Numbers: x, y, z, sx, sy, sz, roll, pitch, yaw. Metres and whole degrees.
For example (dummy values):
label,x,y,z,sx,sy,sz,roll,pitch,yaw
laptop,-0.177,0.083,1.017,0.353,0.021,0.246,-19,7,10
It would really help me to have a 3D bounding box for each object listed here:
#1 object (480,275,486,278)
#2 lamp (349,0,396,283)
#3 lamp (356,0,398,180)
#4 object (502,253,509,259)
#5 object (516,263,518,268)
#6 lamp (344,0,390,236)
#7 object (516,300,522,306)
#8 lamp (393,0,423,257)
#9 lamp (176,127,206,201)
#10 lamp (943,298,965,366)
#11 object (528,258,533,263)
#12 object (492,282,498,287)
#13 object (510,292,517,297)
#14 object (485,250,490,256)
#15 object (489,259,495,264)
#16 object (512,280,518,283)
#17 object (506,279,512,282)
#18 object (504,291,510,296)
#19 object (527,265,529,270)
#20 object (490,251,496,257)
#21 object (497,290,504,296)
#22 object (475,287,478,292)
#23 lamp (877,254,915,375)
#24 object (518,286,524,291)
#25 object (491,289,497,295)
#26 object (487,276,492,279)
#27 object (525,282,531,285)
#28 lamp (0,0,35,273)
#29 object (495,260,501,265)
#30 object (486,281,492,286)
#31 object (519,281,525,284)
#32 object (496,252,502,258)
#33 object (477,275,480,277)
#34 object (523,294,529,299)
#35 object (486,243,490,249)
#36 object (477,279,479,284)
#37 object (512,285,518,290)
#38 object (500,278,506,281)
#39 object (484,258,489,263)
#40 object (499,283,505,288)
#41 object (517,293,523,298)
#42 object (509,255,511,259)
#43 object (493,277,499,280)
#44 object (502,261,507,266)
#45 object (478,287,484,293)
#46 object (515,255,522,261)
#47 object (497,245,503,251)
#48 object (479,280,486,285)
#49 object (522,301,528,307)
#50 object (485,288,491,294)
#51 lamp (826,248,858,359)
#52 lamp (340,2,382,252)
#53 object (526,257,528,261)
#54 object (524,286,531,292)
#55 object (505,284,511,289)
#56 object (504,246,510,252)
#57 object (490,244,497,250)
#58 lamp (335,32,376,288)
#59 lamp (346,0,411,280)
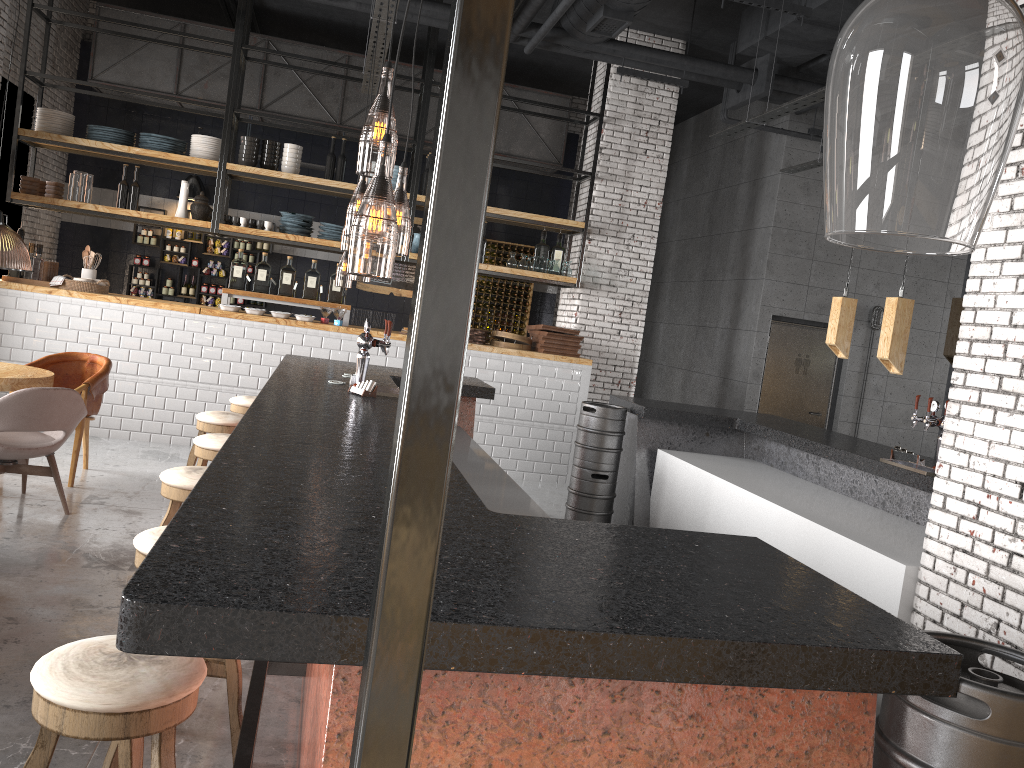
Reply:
label,x,y,z,sx,sy,sz,roll,pitch,yaw
object,-0.399,-1.538,12.525,0.079,0.079,0.284,7,4,-12
lamp,-0.646,-1.298,4.364,0.108,1.597,0.108,6,3,-31
lamp,-0.283,-1.382,2.487,0.108,1.597,0.108,9,3,20
object,-0.087,-1.819,12.602,0.079,0.079,0.284,7,4,-12
object,0.081,-1.692,12.648,0.079,0.079,0.284,7,4,-12
lamp,-0.539,-1.403,3.661,0.108,1.597,0.108,9,3,20
object,0.100,-1.161,12.695,0.079,0.079,0.284,7,4,-12
lamp,-0.321,-1.179,3.087,0.108,1.460,0.108,5,4,-40
lamp,-4.152,-2.895,11.646,0.390,0.936,0.391,7,3,-10
lamp,2.779,-0.830,5.286,0.127,1.545,0.127,7,3,-12
object,0.287,-1.769,12.644,0.079,0.079,0.284,7,4,-12
object,-0.238,-1.415,12.608,0.079,0.079,0.284,7,4,-12
object,0.030,-1.273,12.636,0.079,0.079,0.284,7,4,-12
object,-0.354,-1.849,12.505,0.079,0.079,0.284,7,4,-12
object,-0.285,-1.738,12.568,0.079,0.079,0.284,7,4,-12
object,0.051,-1.485,12.663,0.079,0.079,0.284,7,4,-12
object,-0.036,-1.494,12.623,0.079,0.079,0.284,7,4,-12
object,-0.066,-1.286,12.634,0.079,0.079,0.284,7,4,-12
object,0.264,-1.669,12.687,0.079,0.079,0.284,7,4,-12
object,-0.263,-1.838,12.528,0.079,0.079,0.284,7,4,-12
object,-0.153,-1.296,12.592,0.079,0.079,0.284,7,4,-12
object,-0.527,-1.345,12.550,0.079,0.079,0.284,7,4,-12
lamp,2.643,-0.866,5.922,0.127,1.605,0.127,7,3,-12
object,0.129,-1.369,12.684,0.079,0.079,0.284,7,4,-12
object,-0.249,-1.309,12.595,0.079,0.079,0.284,7,4,-12
object,-0.314,-1.530,12.579,0.079,0.079,0.284,7,4,-12
object,0.240,-1.459,12.674,0.079,0.079,0.284,7,4,-12
lamp,-3.250,-1.955,5.718,0.537,2.403,0.536,10,4,30
object,-0.190,-1.725,12.573,0.079,0.079,0.284,7,4,-12
object,-0.326,-1.425,12.569,0.079,0.079,0.284,7,4,-12
object,0.143,-1.473,12.678,0.079,0.079,0.284,7,4,-12
object,-0.176,-1.829,12.567,0.079,0.079,0.284,7,4,-12
object,-0.494,-1.551,12.524,0.079,0.079,0.284,7,4,-12
object,0.205,-1.254,12.714,0.079,0.079,0.284,7,4,-12
object,-0.347,-1.957,12.537,0.079,0.079,0.284,7,4,-12
object,-0.507,-1.446,12.520,0.079,0.079,0.284,7,4,-12
object,0.040,-1.379,12.649,0.079,0.079,0.284,7,4,-12
object,-0.124,-1.504,12.585,0.079,0.079,0.284,7,4,-12
object,-0.373,-1.747,12.533,0.079,0.079,0.284,7,4,-12
object,-0.146,-1.403,12.624,0.079,0.079,0.284,7,4,-12
object,0.117,-1.264,12.674,0.079,0.079,0.284,7,4,-12
object,0.004,-1.807,12.623,0.079,0.079,0.284,7,4,-12
object,-0.220,-1.517,12.584,0.079,0.079,0.284,7,4,-12
object,-0.095,-1.711,12.574,0.079,0.079,0.284,7,4,-12
object,-0.432,-1.332,12.555,0.079,0.079,0.284,7,4,-12
object,0.099,-1.794,12.627,0.079,0.079,0.284,7,4,-12
object,-0.165,-1.934,12.581,0.079,0.079,0.284,7,4,-12
object,-0.413,-1.434,12.527,0.079,0.079,0.284,7,4,-12
object,0.194,-1.148,12.700,0.079,0.079,0.284,7,4,-12
object,-0.336,-1.319,12.556,0.079,0.079,0.284,7,4,-12
lamp,2.516,-0.960,6.556,0.127,1.545,0.127,7,3,-12
lamp,-0.812,-1.538,4.980,0.108,1.597,0.108,9,3,20
object,0.192,-1.782,12.638,0.079,0.079,0.284,7,4,-12
object,0.223,-1.356,12.689,0.079,0.079,0.284,7,4,-12
object,-0.054,-1.392,12.644,0.079,0.079,0.284,7,4,-12
object,-0.070,-1.921,12.582,0.079,0.079,0.284,7,4,-12
object,-0.253,-1.944,12.542,0.079,0.079,0.284,7,4,-12
lamp,-0.959,-1.401,5.565,0.108,1.597,0.108,9,3,20
lamp,-0.215,-1.033,1.976,0.108,1.597,0.108,9,3,20
